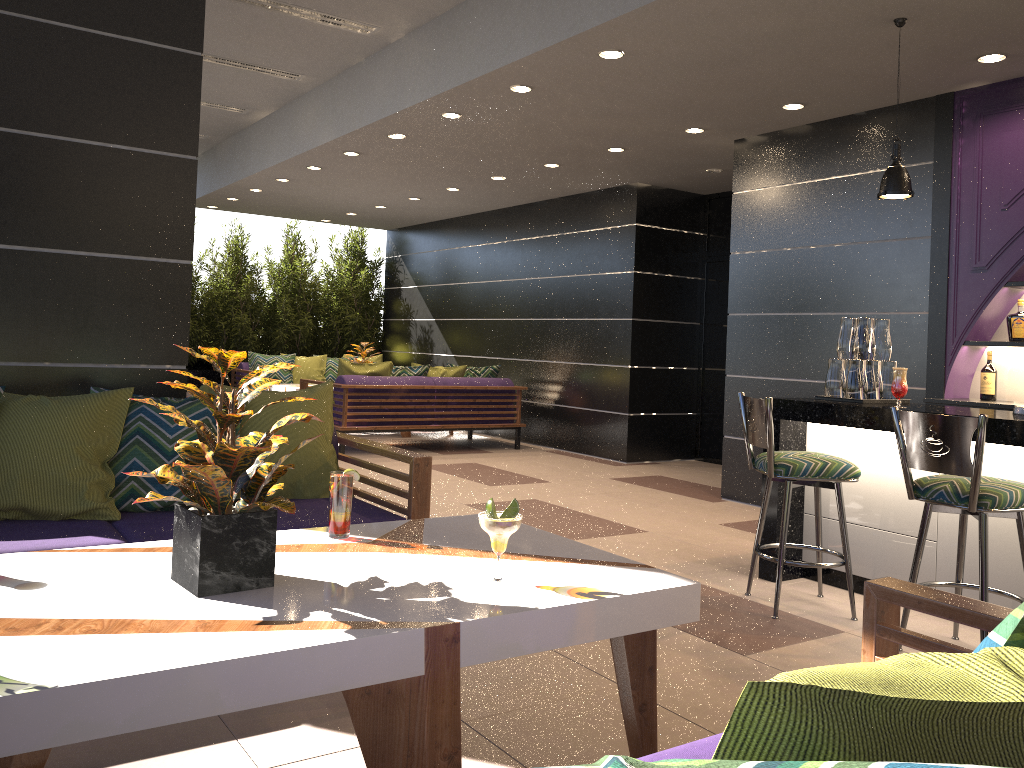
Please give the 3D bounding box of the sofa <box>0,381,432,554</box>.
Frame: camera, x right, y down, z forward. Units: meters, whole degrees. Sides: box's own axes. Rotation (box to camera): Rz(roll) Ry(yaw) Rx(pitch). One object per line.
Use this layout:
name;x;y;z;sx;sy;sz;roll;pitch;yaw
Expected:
sofa;-1.484;0.448;3.202;2.123;0.920;1.120;1;2;-34

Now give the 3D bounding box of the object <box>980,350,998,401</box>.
object;2.827;-0.049;5.246;0.086;0.299;0.086;2;-1;15

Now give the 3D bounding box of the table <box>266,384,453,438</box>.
table;-1.733;0.310;10.377;2.034;0.554;0.942;1;2;-34

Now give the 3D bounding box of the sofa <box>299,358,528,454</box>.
sofa;-1.033;0.202;9.326;2.123;0.920;1.120;1;2;-34

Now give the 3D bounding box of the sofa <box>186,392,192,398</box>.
sofa;-3.294;0.256;5.882;2.123;0.920;1.120;1;2;-34

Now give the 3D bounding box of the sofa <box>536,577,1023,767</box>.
sofa;0.165;0.623;0.758;2.123;0.920;1.120;1;2;-34

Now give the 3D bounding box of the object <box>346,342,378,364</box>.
object;-1.744;-0.230;10.352;0.430;0.527;0.425;2;0;-17

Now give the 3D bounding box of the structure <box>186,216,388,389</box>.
structure;1.523;-0.475;1.896;7.808;3.124;24.754;1;3;-34

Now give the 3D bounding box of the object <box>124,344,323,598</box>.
object;-0.632;0.180;1.958;0.429;0.527;0.425;2;0;-22

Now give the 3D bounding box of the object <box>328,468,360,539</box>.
object;-0.468;0.333;2.465;0.084;0.190;0.067;2;-1;-9

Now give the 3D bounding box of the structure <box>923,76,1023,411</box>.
structure;3.892;-0.264;3.549;0.529;2.762;4.635;3;1;-34

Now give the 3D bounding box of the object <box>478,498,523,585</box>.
object;-0.030;0.364;2.079;0.105;0.197;0.106;2;0;-6

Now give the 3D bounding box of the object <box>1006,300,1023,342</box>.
object;2.933;-0.362;5.098;0.151;0.248;0.094;2;0;45

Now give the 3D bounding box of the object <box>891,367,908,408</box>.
object;1.762;0.016;4.026;0.069;0.181;0.068;2;-1;28

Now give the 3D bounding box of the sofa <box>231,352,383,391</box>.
sofa;-2.470;0.049;11.454;2.123;0.920;1.120;1;2;-34

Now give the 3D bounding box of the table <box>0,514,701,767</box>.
table;-0.660;0.719;1.955;2.034;0.554;0.942;1;2;-34

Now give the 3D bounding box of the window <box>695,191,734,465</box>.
window;2.458;-0.536;8.440;0.108;2.764;1.828;3;0;-34

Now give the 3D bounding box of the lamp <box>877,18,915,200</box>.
lamp;2.116;-1.304;3.909;0.192;0.865;1.082;3;1;-34
